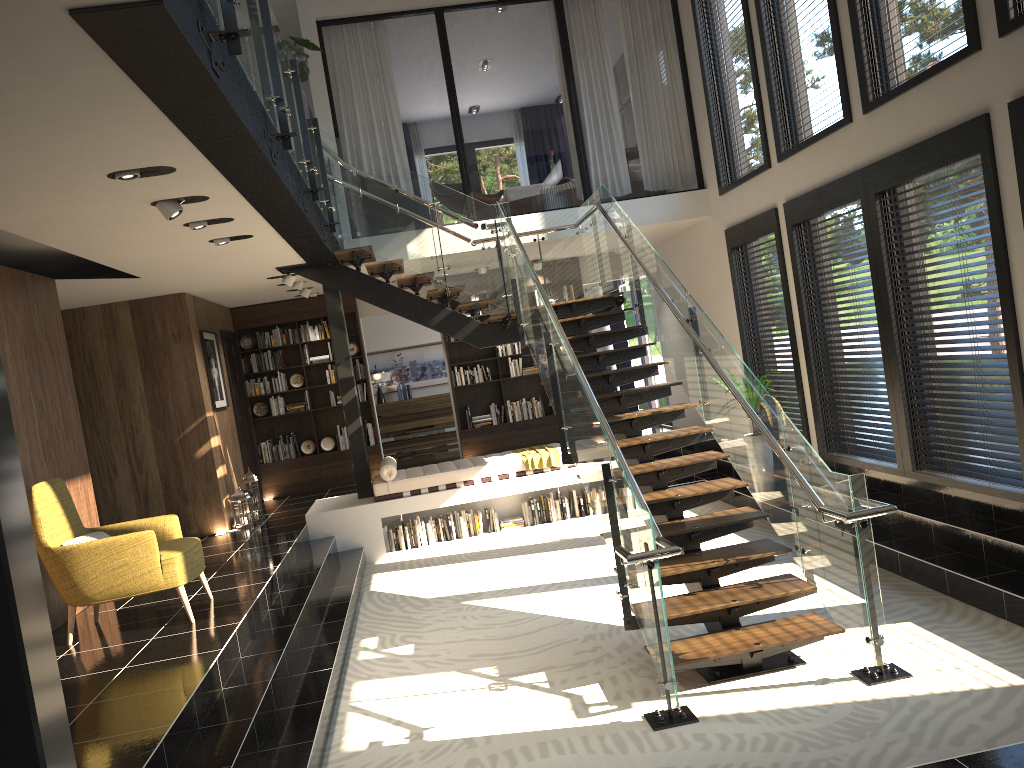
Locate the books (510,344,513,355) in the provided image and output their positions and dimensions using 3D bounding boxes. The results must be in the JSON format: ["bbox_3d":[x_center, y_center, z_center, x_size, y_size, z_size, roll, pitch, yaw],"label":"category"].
[{"bbox_3d":[-0.024,-0.516,12.750,0.026,0.201,0.146,-9,2,-6],"label":"books"}]

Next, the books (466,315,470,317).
[{"bbox_3d":[-0.701,-0.955,12.667,0.268,0.026,0.156,-9,2,-2],"label":"books"}]

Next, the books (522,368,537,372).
[{"bbox_3d":[0.268,-0.204,12.772,0.261,0.024,0.167,-9,2,-10],"label":"books"}]

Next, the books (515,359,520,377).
[{"bbox_3d":[0.068,-0.230,12.721,0.036,0.244,0.194,-9,2,-6],"label":"books"}]

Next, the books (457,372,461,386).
[{"bbox_3d":[-0.757,-0.074,12.673,0.028,0.199,0.175,-9,2,-6],"label":"books"}]

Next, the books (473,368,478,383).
[{"bbox_3d":[-0.525,-0.123,12.704,0.030,0.222,0.189,-9,2,-6],"label":"books"}]

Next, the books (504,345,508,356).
[{"bbox_3d":[-0.103,-0.516,12.717,0.027,0.228,0.208,-9,2,-6],"label":"books"}]

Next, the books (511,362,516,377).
[{"bbox_3d":[0.013,-0.208,12.709,0.023,0.218,0.195,-9,2,-6],"label":"books"}]

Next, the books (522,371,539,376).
[{"bbox_3d":[0.275,-0.154,12.779,0.274,0.025,0.156,-9,2,-9],"label":"books"}]

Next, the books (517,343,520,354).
[{"bbox_3d":[0.079,-0.520,12.755,0.021,0.176,0.161,-9,2,-6],"label":"books"}]

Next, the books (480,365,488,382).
[{"bbox_3d":[-0.397,-0.151,12.713,0.070,0.236,0.206,-9,2,-6],"label":"books"}]

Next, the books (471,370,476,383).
[{"bbox_3d":[-0.555,-0.104,12.713,0.033,0.193,0.172,-9,2,-6],"label":"books"}]

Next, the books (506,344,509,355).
[{"bbox_3d":[-0.079,-0.526,12.728,0.027,0.239,0.153,-9,2,-6],"label":"books"}]

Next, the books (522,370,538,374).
[{"bbox_3d":[0.272,-0.179,12.776,0.275,0.025,0.156,-9,2,-10],"label":"books"}]

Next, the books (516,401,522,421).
[{"bbox_3d":[0.101,0.385,12.772,0.031,0.281,0.141,-9,3,-6],"label":"books"}]

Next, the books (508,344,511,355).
[{"bbox_3d":[-0.053,-0.540,12.725,0.028,0.258,0.208,-9,2,-6],"label":"books"}]

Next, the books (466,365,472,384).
[{"bbox_3d":[-0.612,-0.134,12.699,0.029,0.272,0.152,-9,2,-6],"label":"books"}]

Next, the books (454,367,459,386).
[{"bbox_3d":[-0.791,-0.110,12.670,0.028,0.282,0.168,-9,2,-6],"label":"books"}]

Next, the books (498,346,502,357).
[{"bbox_3d":[-0.187,-0.525,12.728,0.031,0.272,0.158,-9,2,-6],"label":"books"}]

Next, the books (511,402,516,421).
[{"bbox_3d":[0.020,0.401,12.767,0.025,0.275,0.150,-9,2,-6],"label":"books"}]

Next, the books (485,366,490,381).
[{"bbox_3d":[-0.347,-0.146,12.722,0.028,0.210,0.169,-9,2,-6],"label":"books"}]

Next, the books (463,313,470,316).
[{"bbox_3d":[-0.705,-0.980,12.669,0.273,0.025,0.156,-9,2,-9],"label":"books"}]

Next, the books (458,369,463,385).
[{"bbox_3d":[-0.737,-0.101,12.695,0.023,0.245,0.159,-9,2,-6],"label":"books"}]

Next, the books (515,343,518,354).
[{"bbox_3d":[0.053,-0.543,12.730,0.028,0.231,0.167,-9,2,-6],"label":"books"}]

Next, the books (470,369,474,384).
[{"bbox_3d":[-0.585,-0.111,12.716,0.021,0.216,0.170,-9,2,-6],"label":"books"}]

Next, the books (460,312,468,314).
[{"bbox_3d":[-0.709,-1.006,12.669,0.250,0.026,0.148,-9,2,-2],"label":"books"}]

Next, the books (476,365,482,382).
[{"bbox_3d":[-0.471,-0.149,12.699,0.029,0.256,0.167,-9,2,-6],"label":"books"}]

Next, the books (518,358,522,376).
[{"bbox_3d":[0.114,-0.247,12.758,0.067,0.261,0.159,-9,2,-6],"label":"books"}]

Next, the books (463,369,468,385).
[{"bbox_3d":[-0.660,-0.104,12.698,0.028,0.227,0.136,-9,2,-6],"label":"books"}]

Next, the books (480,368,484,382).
[{"bbox_3d":[-0.442,-0.128,12.728,0.030,0.205,0.170,-9,2,-6],"label":"books"}]

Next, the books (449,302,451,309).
[{"bbox_3d":[-0.881,-1.060,12.626,0.028,0.290,0.170,-9,2,-6],"label":"books"}]

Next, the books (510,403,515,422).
[{"bbox_3d":[-0.004,0.412,12.746,0.030,0.262,0.173,-9,2,-6],"label":"books"}]

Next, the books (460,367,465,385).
[{"bbox_3d":[-0.711,-0.111,12.679,0.029,0.258,0.181,-9,2,-6],"label":"books"}]

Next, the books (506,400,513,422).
[{"bbox_3d":[-0.039,0.393,12.732,0.035,0.312,0.160,-9,3,-6],"label":"books"}]

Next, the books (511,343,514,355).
[{"bbox_3d":[-0.002,-0.522,12.750,0.020,0.206,0.147,-9,2,-6],"label":"books"}]

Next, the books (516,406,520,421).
[{"bbox_3d":[0.080,0.422,12.761,0.025,0.215,0.170,-9,2,-6],"label":"books"}]

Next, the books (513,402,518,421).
[{"bbox_3d":[0.049,0.397,12.745,0.030,0.276,0.160,-9,2,-6],"label":"books"}]

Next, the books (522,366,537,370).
[{"bbox_3d":[0.264,-0.228,12.775,0.274,0.025,0.156,-9,2,-3],"label":"books"}]

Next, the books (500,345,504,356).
[{"bbox_3d":[-0.150,-0.476,12.734,0.027,0.162,0.125,-9,2,-6],"label":"books"}]

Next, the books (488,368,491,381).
[{"bbox_3d":[-0.326,-0.138,12.767,0.022,0.185,0.127,-9,2,-6],"label":"books"}]

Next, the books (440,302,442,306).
[{"bbox_3d":[-0.990,-1.029,12.641,0.026,0.263,0.156,-9,2,-6],"label":"books"}]

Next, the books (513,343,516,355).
[{"bbox_3d":[0.022,-0.545,12.739,0.030,0.244,0.142,-9,2,-6],"label":"books"}]

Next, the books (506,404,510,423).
[{"bbox_3d":[-0.068,0.421,12.764,0.026,0.263,0.156,-9,2,-6],"label":"books"}]

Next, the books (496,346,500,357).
[{"bbox_3d":[-0.215,-0.499,12.728,0.030,0.228,0.176,-9,2,-6],"label":"books"}]

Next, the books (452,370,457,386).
[{"bbox_3d":[-0.819,-0.084,12.702,0.028,0.238,0.134,-9,2,-6],"label":"books"}]

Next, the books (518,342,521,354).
[{"bbox_3d":[0.112,-0.523,12.761,0.047,0.171,0.167,-9,2,-6],"label":"books"}]

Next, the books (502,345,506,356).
[{"bbox_3d":[-0.126,-0.497,12.723,0.024,0.198,0.174,-9,2,-6],"label":"books"}]

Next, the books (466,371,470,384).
[{"bbox_3d":[-0.632,-0.093,12.693,0.024,0.197,0.172,-9,2,-6],"label":"books"}]

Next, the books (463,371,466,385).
[{"bbox_3d":[-0.683,-0.090,12.696,0.022,0.207,0.130,-9,2,-6],"label":"books"}]

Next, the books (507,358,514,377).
[{"bbox_3d":[-0.023,-0.237,12.740,0.030,0.284,0.176,-9,2,-6],"label":"books"}]

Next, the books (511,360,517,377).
[{"bbox_3d":[0.033,-0.226,12.743,0.030,0.245,0.166,-9,2,-6],"label":"books"}]

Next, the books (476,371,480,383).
[{"bbox_3d":[-0.494,-0.102,12.719,0.027,0.171,0.146,-9,2,-6],"label":"books"}]
